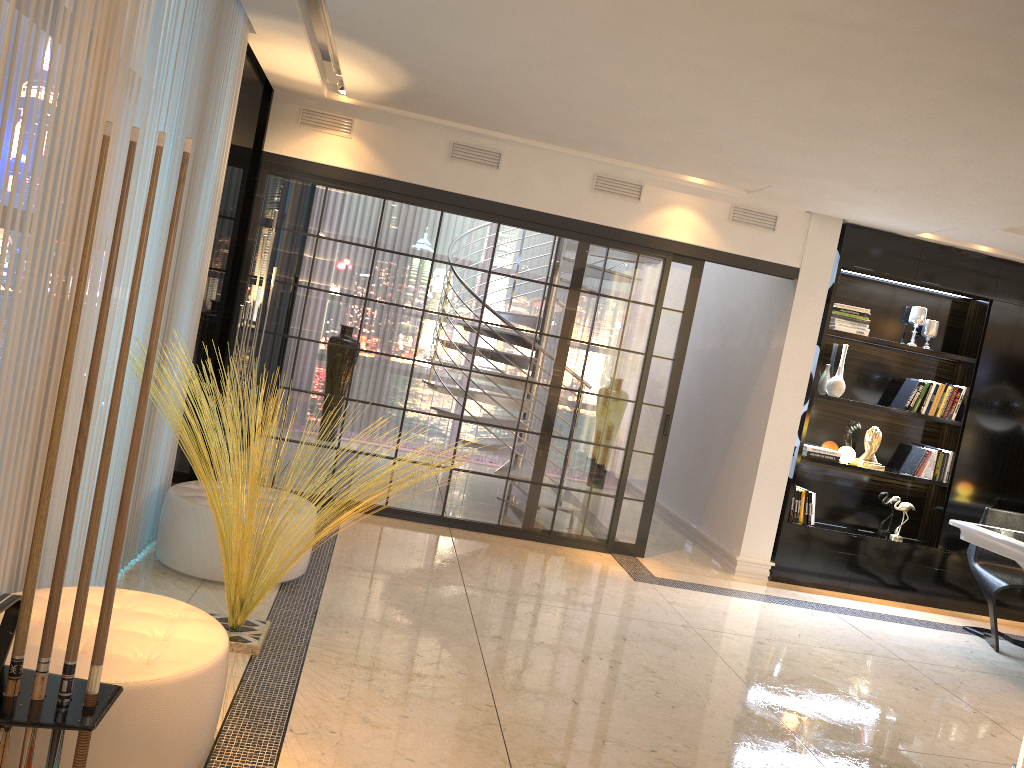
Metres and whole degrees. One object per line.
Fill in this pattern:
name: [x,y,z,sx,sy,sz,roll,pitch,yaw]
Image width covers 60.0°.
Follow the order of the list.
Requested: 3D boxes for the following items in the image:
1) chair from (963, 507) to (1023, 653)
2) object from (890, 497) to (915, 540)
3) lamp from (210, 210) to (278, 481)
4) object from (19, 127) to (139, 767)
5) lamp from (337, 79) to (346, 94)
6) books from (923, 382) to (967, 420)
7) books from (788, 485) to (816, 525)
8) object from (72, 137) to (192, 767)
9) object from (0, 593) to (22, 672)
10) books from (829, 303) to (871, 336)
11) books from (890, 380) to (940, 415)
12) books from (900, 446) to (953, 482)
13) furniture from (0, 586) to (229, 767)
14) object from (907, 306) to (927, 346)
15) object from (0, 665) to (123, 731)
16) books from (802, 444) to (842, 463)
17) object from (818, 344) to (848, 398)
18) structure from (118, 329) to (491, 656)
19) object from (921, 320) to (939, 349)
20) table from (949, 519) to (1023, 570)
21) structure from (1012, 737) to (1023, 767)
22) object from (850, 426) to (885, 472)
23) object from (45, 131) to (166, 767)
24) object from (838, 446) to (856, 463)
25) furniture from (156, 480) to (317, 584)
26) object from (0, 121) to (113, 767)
chair: [3.345,1.306,5.874,0.523,0.858,0.496,11,3,-8]
object: [2.920,1.008,6.674,0.193,0.310,0.092,12,3,16]
lamp: [-1.550,-0.099,5.098,0.200,1.801,0.418,11,3,-8]
object: [-0.852,0.311,1.685,0.027,1.605,0.026,13,3,30]
lamp: [-1.039,-1.884,5.560,0.107,0.127,0.107,10,3,-27]
books: [3.201,0.121,6.627,0.252,0.261,0.212,11,3,-8]
books: [2.107,0.878,6.526,0.236,0.270,0.210,11,3,-9]
object: [-0.758,0.327,1.699,0.027,1.605,0.026,13,3,30]
object: [-1.029,0.583,1.682,0.032,0.297,0.330,11,3,-8]
books: [2.432,-0.468,6.461,0.302,0.188,0.259,11,3,-1]
books: [2.997,0.085,6.597,0.245,0.256,0.207,11,3,-9]
books: [3.098,0.586,6.646,0.284,0.232,0.182,11,3,-5]
furniture: [-1.190,0.838,2.498,0.735,0.357,0.735,11,3,-6]
object: [2.999,-0.419,6.590,0.111,0.301,0.111,10,3,-13]
object: [-0.985,0.843,1.709,0.325,0.508,0.261,11,3,-8]
books: [2.248,0.505,6.520,0.266,0.073,0.209,11,3,-5]
object: [2.374,-0.100,6.461,0.180,0.395,0.210,11,3,-5]
structure: [-0.837,0.460,3.455,1.275,1.142,1.282,13,4,38]
object: [3.101,-0.360,6.602,0.104,0.224,0.104,11,3,-6]
table: [4.303,1.570,5.354,3.031,0.759,1.293,11,3,-8]
structure: [2.468,0.449,2.312,0.448,2.555,2.180,11,3,-8]
object: [2.645,0.464,6.531,0.177,0.311,0.177,11,3,-8]
object: [-0.805,0.318,1.692,0.027,1.605,0.026,13,3,30]
object: [2.462,0.520,6.531,0.125,0.125,0.125,13,3,31]
furniture: [-1.345,0.713,4.364,0.735,0.357,0.735,9,4,-36]
object: [-0.898,0.302,1.679,0.027,1.605,0.026,13,3,30]
